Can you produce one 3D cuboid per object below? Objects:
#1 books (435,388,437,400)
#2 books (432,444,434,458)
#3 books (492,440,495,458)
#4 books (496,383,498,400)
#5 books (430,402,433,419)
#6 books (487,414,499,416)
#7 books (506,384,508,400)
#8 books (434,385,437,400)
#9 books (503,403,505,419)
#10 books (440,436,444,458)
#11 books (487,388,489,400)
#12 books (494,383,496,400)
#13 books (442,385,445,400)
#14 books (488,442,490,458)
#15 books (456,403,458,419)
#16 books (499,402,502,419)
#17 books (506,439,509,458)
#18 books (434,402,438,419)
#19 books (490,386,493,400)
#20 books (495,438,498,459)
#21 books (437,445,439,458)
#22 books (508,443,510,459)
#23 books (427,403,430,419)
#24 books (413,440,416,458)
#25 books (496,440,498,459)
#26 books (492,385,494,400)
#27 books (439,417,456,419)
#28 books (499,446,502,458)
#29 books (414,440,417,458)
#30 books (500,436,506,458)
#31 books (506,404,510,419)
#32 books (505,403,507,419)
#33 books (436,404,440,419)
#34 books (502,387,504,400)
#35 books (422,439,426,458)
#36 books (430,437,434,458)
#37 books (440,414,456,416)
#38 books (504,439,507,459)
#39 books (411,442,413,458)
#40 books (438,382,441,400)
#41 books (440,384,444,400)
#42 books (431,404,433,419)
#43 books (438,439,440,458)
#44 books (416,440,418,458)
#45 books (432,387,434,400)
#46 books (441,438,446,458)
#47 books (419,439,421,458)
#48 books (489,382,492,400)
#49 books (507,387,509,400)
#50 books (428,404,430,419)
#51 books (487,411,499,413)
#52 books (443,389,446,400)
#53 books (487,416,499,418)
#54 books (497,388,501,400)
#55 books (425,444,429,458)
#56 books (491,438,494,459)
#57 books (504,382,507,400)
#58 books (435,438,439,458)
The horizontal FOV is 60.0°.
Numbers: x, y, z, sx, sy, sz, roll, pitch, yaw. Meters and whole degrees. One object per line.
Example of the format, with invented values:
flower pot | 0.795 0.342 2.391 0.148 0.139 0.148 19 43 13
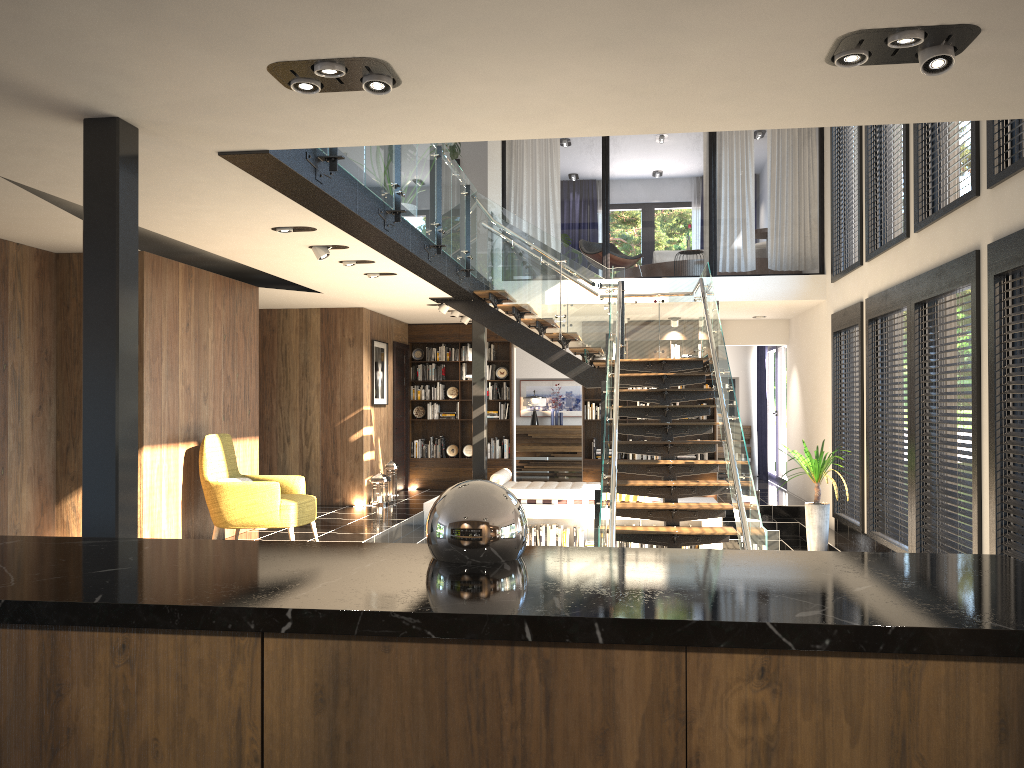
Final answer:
books | -1.236 0.162 14.504 0.025 0.193 0.172 0 -1 8
books | -1.278 1.096 14.522 0.034 0.223 0.209 0 -1 8
books | -0.293 1.059 14.365 0.029 0.286 0.138 0 -1 8
books | -0.241 0.123 14.344 0.016 0.262 0.155 0 -1 8
books | -1.322 0.439 14.504 0.018 0.275 0.144 0 -1 7
books | -0.339 0.509 14.401 0.263 0.030 0.159 0 -1 5
books | -0.082 0.131 14.340 0.018 0.246 0.144 0 -1 7
books | -1.256 0.138 14.519 0.020 0.243 0.154 0 -1 8
books | -0.118 0.444 14.391 0.038 0.257 0.138 0 -1 8
books | -1.147 1.028 14.461 0.019 0.356 0.235 0 -1 8
books | -0.379 0.157 14.351 0.032 0.195 0.183 0 -1 8
books | -0.266 0.116 14.354 0.037 0.276 0.179 0 -1 8
books | -1.124 0.137 14.514 0.023 0.244 0.133 0 -1 8
books | -0.362 1.075 14.381 0.037 0.255 0.145 0 -1 8
books | -0.880 0.444 14.466 0.032 0.261 0.157 0 -1 8
books | -0.186 0.432 14.367 0.014 0.279 0.202 0 -1 8
books | -0.066 1.048 14.333 0.029 0.306 0.149 0 -1 8
books | -1.240 0.437 14.505 0.032 0.279 0.133 0 -1 8
books | -0.329 0.145 14.355 0.027 0.219 0.139 0 -1 8
books | -0.249 1.036 14.356 0.016 0.332 0.195 0 -1 8
books | -1.194 1.103 14.510 0.033 0.208 0.192 0 -1 8
books | -0.036 1.078 14.339 0.029 0.247 0.139 0 -1 8
books | -1.364 0.446 14.536 0.020 0.264 0.152 0 -1 7
books | -1.585 1.065 14.583 0.032 0.288 0.180 0 -1 8
books | -0.232 1.055 14.353 0.018 0.292 0.191 0 -1 8
books | -0.298 0.136 14.375 0.030 0.239 0.146 0 -1 8
books | -1.045 0.560 14.486 0.262 0.032 0.154 0 -1 10
books | -0.191 1.104 14.379 0.032 0.195 0.134 0 -1 8
books | -1.566 1.068 14.548 0.014 0.282 0.232 0 -1 8
books | -0.147 1.024 14.346 0.065 0.354 0.164 0 -1 7
books | -0.069 0.444 14.332 0.047 0.253 0.210 0 -1 7
books | -0.098 0.437 14.341 0.013 0.267 0.177 0 -1 8
books | -1.207 0.450 14.519 0.030 0.253 0.138 0 -1 8
books | -0.138 0.149 14.328 0.020 0.209 0.147 0 -1 8
books | -1.448 1.056 14.545 0.020 0.304 0.189 0 -1 8
books | -1.308 1.036 14.488 0.016 0.341 0.217 0 -1 8
books | -1.044 0.506 14.489 0.244 0.033 0.142 0 -1 4
books | -0.097 1.044 14.344 0.035 0.314 0.168 0 -1 8
books | -1.617 1.079 14.580 0.032 0.261 0.194 0 -1 8
books | -1.187 0.117 14.498 0.018 0.284 0.198 0 -1 8
books | -1.149 0.129 14.495 0.021 0.260 0.197 0 -1 8
books | -1.294 0.455 14.526 0.032 0.245 0.120 0 -1 8
books | -1.166 1.054 14.487 0.027 0.304 0.204 0 -1 8
books | -1.542 1.068 14.562 0.030 0.282 0.170 0 -1 8
books | -1.278 0.156 14.494 0.016 0.205 0.204 0 -1 8
books | -1.114 1.048 14.480 0.042 0.315 0.193 0 -1 8
books | -1.487 1.055 14.522 0.015 0.306 0.222 0 -1 8
books | -0.351 0.115 14.369 0.020 0.281 0.153 0 -1 8
books | -0.062 0.154 14.330 0.023 0.200 0.121 0 -1 7
books | -1.346 0.448 14.497 0.026 0.257 0.192 0 -1 8
books | -0.337 0.460 14.416 0.239 0.031 0.146 0 -1 8
books | -1.107 0.168 14.501 0.015 0.181 0.136 0 -1 7
books | -0.340 0.538 14.392 0.271 0.028 0.174 0 -1 3
books | -0.200 0.157 14.364 0.060 0.196 0.119 0 -1 7
books | -1.396 1.099 14.511 0.021 0.217 0.220 0 -1 8
books | -0.314 1.041 14.364 0.012 0.322 0.177 0 -1 8
books | -0.102 0.114 14.320 0.016 0.278 0.202 0 -1 8
books | -1.220 1.046 14.494 0.016 0.322 0.219 0 -1 8
